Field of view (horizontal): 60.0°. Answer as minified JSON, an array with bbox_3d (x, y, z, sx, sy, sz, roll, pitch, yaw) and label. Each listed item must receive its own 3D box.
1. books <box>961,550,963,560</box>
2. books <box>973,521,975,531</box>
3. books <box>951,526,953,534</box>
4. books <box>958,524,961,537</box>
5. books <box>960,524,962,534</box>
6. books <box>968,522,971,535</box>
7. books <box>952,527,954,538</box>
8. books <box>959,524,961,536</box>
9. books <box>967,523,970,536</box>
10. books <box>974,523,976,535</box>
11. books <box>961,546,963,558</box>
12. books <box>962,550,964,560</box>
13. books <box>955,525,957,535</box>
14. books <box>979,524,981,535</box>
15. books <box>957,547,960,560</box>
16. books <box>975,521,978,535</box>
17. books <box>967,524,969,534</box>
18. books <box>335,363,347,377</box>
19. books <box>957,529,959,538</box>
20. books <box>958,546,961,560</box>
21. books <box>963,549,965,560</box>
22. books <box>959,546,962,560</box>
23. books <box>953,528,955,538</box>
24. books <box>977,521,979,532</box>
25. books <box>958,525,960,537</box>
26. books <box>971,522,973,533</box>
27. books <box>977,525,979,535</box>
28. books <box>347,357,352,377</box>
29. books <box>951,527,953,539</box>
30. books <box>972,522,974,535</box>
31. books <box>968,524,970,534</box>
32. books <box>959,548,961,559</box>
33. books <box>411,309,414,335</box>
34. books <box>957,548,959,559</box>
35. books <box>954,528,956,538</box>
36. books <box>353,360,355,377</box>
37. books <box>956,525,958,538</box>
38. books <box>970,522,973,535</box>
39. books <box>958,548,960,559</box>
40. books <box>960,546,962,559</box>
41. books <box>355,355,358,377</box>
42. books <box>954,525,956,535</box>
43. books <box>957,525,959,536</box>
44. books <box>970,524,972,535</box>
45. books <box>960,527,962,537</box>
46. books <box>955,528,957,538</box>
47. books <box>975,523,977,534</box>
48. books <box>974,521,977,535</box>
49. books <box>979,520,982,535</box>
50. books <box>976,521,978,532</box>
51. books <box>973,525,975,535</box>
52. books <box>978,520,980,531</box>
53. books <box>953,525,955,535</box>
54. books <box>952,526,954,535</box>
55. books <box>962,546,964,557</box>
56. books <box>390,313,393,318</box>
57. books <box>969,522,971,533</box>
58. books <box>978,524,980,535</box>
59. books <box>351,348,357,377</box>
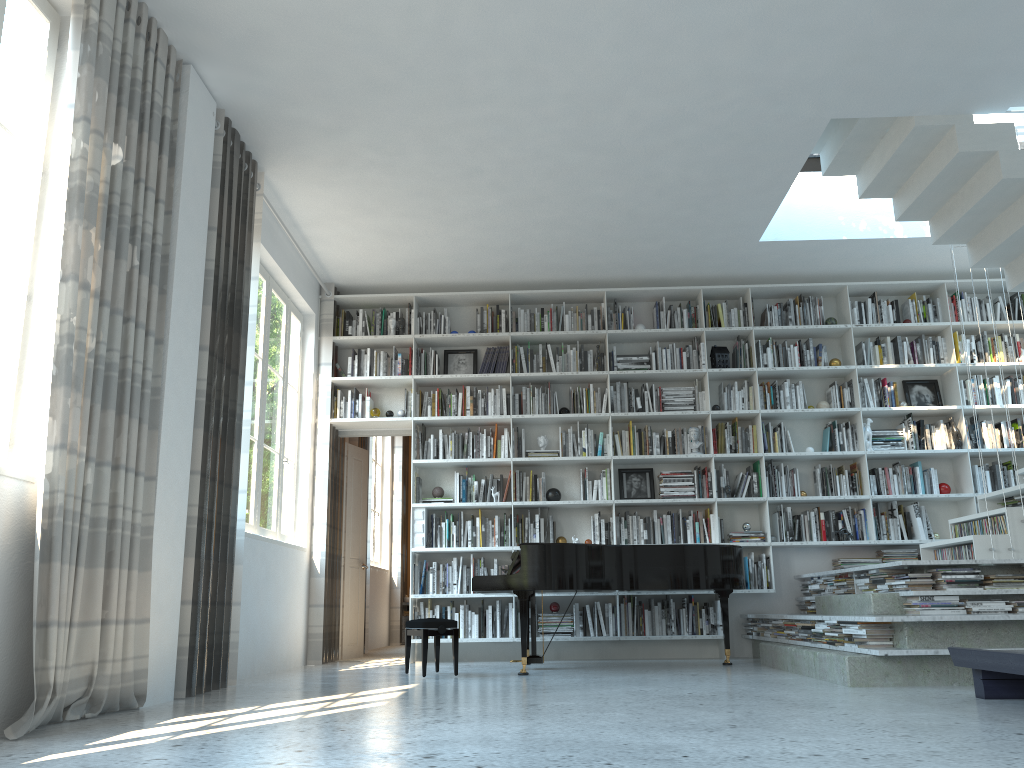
[{"bbox_3d":[3.137,1.170,6.059,0.125,0.125,0.009,-1,-14,2],"label":"books"},{"bbox_3d":[3.285,1.019,6.177,0.125,0.125,0.010,-1,-14,2],"label":"books"},{"bbox_3d":[3.296,1.103,6.505,0.125,0.125,0.008,-1,-14,2],"label":"books"},{"bbox_3d":[3.293,1.075,6.396,0.125,0.125,0.008,-1,-14,2],"label":"books"},{"bbox_3d":[3.292,1.068,6.368,0.125,0.125,0.010,-1,-14,2],"label":"books"},{"bbox_3d":[3.288,1.036,6.246,0.125,0.125,0.008,-1,-14,2],"label":"books"},{"bbox_3d":[3.296,1.101,6.498,0.125,0.125,0.009,-1,-14,2],"label":"books"},{"bbox_3d":[3.292,1.073,6.388,0.125,0.125,0.008,-1,-14,2],"label":"books"},{"bbox_3d":[3.288,1.040,6.260,0.125,0.125,0.008,-1,-14,2],"label":"books"},{"bbox_3d":[3.285,1.016,6.169,0.125,0.125,0.007,-1,-14,2],"label":"books"},{"bbox_3d":[3.137,1.168,6.052,0.125,0.125,0.010,-1,-14,2],"label":"books"},{"bbox_3d":[3.137,1.166,6.045,0.125,0.125,0.010,-1,-14,2],"label":"books"},{"bbox_3d":[3.294,1.087,6.445,0.125,0.125,0.010,-1,-14,2],"label":"books"},{"bbox_3d":[3.283,0.999,6.100,0.125,0.125,0.007,-1,-14,2],"label":"books"},{"bbox_3d":[3.139,1.181,6.103,0.125,0.125,0.008,-1,-14,2],"label":"books"},{"bbox_3d":[3.284,1.011,6.146,0.125,0.125,0.010,-1,-14,2],"label":"books"},{"bbox_3d":[3.288,1.042,6.267,0.125,0.125,0.007,-1,-14,2],"label":"books"},{"bbox_3d":[-1.504,-0.089,7.883,0.121,0.175,0.130,-1,-14,2],"label":"books"},{"bbox_3d":[3.294,1.082,6.426,0.125,0.125,0.008,-1,-14,2],"label":"books"},{"bbox_3d":[3.138,1.178,6.090,0.125,0.125,0.008,-1,-14,2],"label":"books"},{"bbox_3d":[3.136,1.162,6.029,0.125,0.125,0.008,-1,-14,2],"label":"books"},{"bbox_3d":[3.138,1.174,6.075,0.125,0.125,0.007,-1,-14,2],"label":"books"},{"bbox_3d":[3.296,1.097,6.483,0.125,0.125,0.007,-1,-14,2],"label":"books"},{"bbox_3d":[3.283,1.004,6.122,0.125,0.125,0.008,-1,-14,2],"label":"books"},{"bbox_3d":[3.293,1.077,6.403,0.125,0.125,0.007,-1,-14,2],"label":"books"},{"bbox_3d":[3.286,1.027,6.208,0.125,0.125,0.007,-1,-14,2],"label":"books"},{"bbox_3d":[3.284,1.006,6.129,0.125,0.125,0.008,-1,-14,2],"label":"books"},{"bbox_3d":[-1.427,-0.113,7.876,0.034,0.217,0.166,-1,-14,2],"label":"books"},{"bbox_3d":[3.297,1.105,6.513,0.125,0.125,0.009,-1,-14,2],"label":"books"},{"bbox_3d":[3.286,1.024,6.199,0.125,0.125,0.010,-1,-14,2],"label":"books"},{"bbox_3d":[3.288,1.038,6.253,0.125,0.125,0.008,-1,-14,2],"label":"books"},{"bbox_3d":[3.138,1.176,6.083,0.125,0.125,0.008,-1,-14,2],"label":"books"},{"bbox_3d":[-0.869,-0.507,7.915,0.024,0.251,0.235,-1,-14,2],"label":"books"},{"bbox_3d":[3.139,1.183,6.111,0.125,0.125,0.008,-1,-14,2],"label":"books"},{"bbox_3d":[3.295,1.093,6.469,0.125,0.125,0.009,-1,-14,2],"label":"books"},{"bbox_3d":[-1.385,-0.099,7.885,0.024,0.192,0.138,-1,-14,2],"label":"books"},{"bbox_3d":[3.294,1.085,6.436,0.125,0.125,0.012,-1,-14,2],"label":"books"},{"bbox_3d":[3.287,1.029,6.218,0.125,0.125,0.009,-1,-14,2],"label":"books"},{"bbox_3d":[3.138,1.179,6.097,0.125,0.125,0.008,-1,-14,2],"label":"books"},{"bbox_3d":[3.137,1.172,6.068,0.125,0.125,0.008,-1,-14,2],"label":"books"},{"bbox_3d":[-1.363,-0.123,7.864,0.022,0.227,0.172,-1,-14,2],"label":"books"},{"bbox_3d":[3.295,1.091,6.461,0.125,0.125,0.007,-1,-14,2],"label":"books"},{"bbox_3d":[3.293,1.080,6.417,0.125,0.125,0.007,-1,-14,2],"label":"books"},{"bbox_3d":[3.287,1.031,6.225,0.125,0.125,0.010,-1,-14,2],"label":"books"},{"bbox_3d":[3.292,1.070,6.379,0.125,0.125,0.010,-1,-14,2],"label":"books"},{"bbox_3d":[3.295,1.090,6.454,0.125,0.125,0.008,-1,-14,2],"label":"books"},{"bbox_3d":[3.285,1.013,6.154,0.125,0.125,0.007,-1,-14,2],"label":"books"},{"bbox_3d":[3.285,1.014,6.161,0.125,0.125,0.007,-1,-14,2],"label":"books"},{"bbox_3d":[3.283,0.997,6.093,0.125,0.125,0.008,-1,-14,2],"label":"books"},{"bbox_3d":[3.284,1.008,6.137,0.125,0.125,0.008,-1,-14,2],"label":"books"},{"bbox_3d":[3.286,1.021,6.188,0.125,0.125,0.014,-1,-14,2],"label":"books"},{"bbox_3d":[3.283,1.001,6.108,0.125,0.125,0.008,-1,-14,2],"label":"books"},{"bbox_3d":[3.295,1.095,6.476,0.125,0.125,0.008,-1,-14,2],"label":"books"},{"bbox_3d":[3.296,1.099,6.490,0.125,0.125,0.008,-1,-14,2],"label":"books"},{"bbox_3d":[3.136,1.164,6.037,0.125,0.125,0.008,-1,-14,2],"label":"books"},{"bbox_3d":[-1.066,-0.493,7.944,0.025,0.243,0.168,-1,-14,2],"label":"books"},{"bbox_3d":[3.287,1.034,6.236,0.125,0.125,0.012,-1,-14,2],"label":"books"},{"bbox_3d":[3.283,1.003,6.115,0.125,0.125,0.008,-1,-14,2],"label":"books"},{"bbox_3d":[-1.404,-0.152,7.887,0.011,0.296,0.163,-1,-14,2],"label":"books"}]
